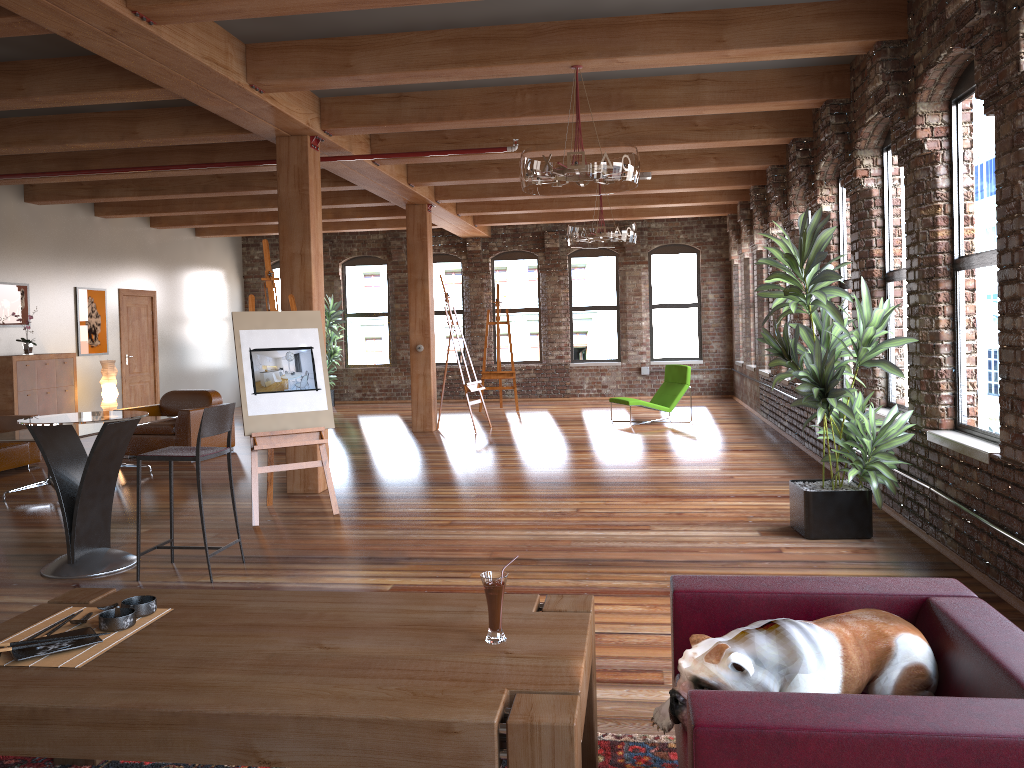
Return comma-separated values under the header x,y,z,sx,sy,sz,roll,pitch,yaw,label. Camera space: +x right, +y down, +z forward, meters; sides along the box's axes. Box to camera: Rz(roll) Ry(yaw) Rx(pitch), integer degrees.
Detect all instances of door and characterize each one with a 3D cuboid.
x,y,z,sx,sy,sz,roll,pitch,yaw,label
-5.810,-0.394,13.684,0.226,2.118,1.031,-1,2,8,door

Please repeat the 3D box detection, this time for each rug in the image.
x,y,z,sx,sy,sz,roll,pitch,yaw,label
-0.703,1.250,2.443,2.462,0.009,1.346,-1,4,8,rug

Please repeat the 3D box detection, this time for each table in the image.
x,y,z,sx,sy,sz,roll,pitch,yaw,label
-4.051,0.683,8.334,0.939,0.559,1.874,-1,3,8,table
-0.664,0.977,2.439,1.750,0.549,0.902,-1,3,8,table
-2.584,0.659,5.394,0.721,0.923,0.723,0,2,33,table

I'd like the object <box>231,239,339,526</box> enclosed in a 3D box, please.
x,y,z,sx,sy,sz,roll,pitch,yaw,label
-1.789,-0.071,6.857,0.702,2.139,0.685,-2,2,-32,object

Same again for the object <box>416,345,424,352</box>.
x,y,z,sx,sy,sz,roll,pitch,yaw,label
-1.245,-0.483,11.956,0.095,0.095,0.061,-1,2,8,object

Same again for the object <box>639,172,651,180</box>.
x,y,z,sx,sy,sz,roll,pitch,yaw,label
1.532,-2.406,10.212,0.145,0.072,0.148,-1,3,8,object

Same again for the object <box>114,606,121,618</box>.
x,y,z,sx,sy,sz,roll,pitch,yaw,label
-1.127,0.657,2.534,0.045,0.079,0.137,-2,3,-27,object

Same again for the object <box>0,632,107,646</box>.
x,y,z,sx,sy,sz,roll,pitch,yaw,label
-1.252,0.695,2.417,0.270,0.008,0.007,-3,3,-18,object

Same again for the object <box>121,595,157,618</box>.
x,y,z,sx,sy,sz,roll,pitch,yaw,label
-1.127,0.675,2.678,0.099,0.043,0.099,1,4,34,object

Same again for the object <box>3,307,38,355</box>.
x,y,z,sx,sy,sz,roll,pitch,yaw,label
-5.936,-0.649,10.786,0.370,0.589,0.298,-1,2,2,object

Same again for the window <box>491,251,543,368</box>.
x,y,z,sx,sy,sz,roll,pitch,yaw,label
0.086,-1.420,16.786,0.968,2.225,0.221,-1,1,8,window

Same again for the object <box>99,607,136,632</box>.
x,y,z,sx,sy,sz,roll,pitch,yaw,label
-1.140,0.683,2.561,0.099,0.043,0.099,-5,5,-44,object

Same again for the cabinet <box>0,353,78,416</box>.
x,y,z,sx,sy,sz,roll,pitch,yaw,label
-5.891,0.243,10.909,0.418,1.208,1.188,-1,2,8,cabinet

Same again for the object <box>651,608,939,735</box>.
x,y,z,sx,sy,sz,roll,pitch,yaw,label
0.743,0.747,2.302,0.755,0.296,0.365,-3,3,-21,object

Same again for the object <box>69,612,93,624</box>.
x,y,z,sx,sy,sz,roll,pitch,yaw,label
-1.267,0.689,2.621,0.045,0.030,0.153,-2,4,-8,object

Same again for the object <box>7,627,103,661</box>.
x,y,z,sx,sy,sz,roll,pitch,yaw,label
-1.238,0.708,2.400,0.213,0.018,0.154,-4,5,-37,object

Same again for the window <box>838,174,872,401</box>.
x,y,z,sx,sy,sz,roll,pitch,yaw,label
2.969,-0.929,7.847,0.232,2.213,0.969,-1,1,8,window

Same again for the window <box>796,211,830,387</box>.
x,y,z,sx,sy,sz,roll,pitch,yaw,label
3.170,-1.028,9.301,0.236,2.213,0.969,-1,1,8,window

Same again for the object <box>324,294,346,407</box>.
x,y,z,sx,sy,sz,roll,pitch,yaw,label
-3.639,-0.626,16.580,1.080,2.101,0.967,-2,2,-14,object

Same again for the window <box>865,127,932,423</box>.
x,y,z,sx,sy,sz,roll,pitch,yaw,label
2.773,-0.830,6.393,0.235,2.213,0.969,-1,1,8,window

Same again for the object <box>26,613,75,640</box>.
x,y,z,sx,sy,sz,roll,pitch,yaw,label
-1.341,0.706,2.561,0.007,0.008,0.271,-1,4,3,object

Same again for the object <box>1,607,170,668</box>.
x,y,z,sx,sy,sz,roll,pitch,yaw,label
-1.246,0.711,2.518,0.332,0.003,0.472,-1,4,8,object

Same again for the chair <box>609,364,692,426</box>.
x,y,z,sx,sy,sz,roll,pitch,yaw,label
1.936,0.142,12.451,0.956,0.795,0.681,-2,2,-17,chair

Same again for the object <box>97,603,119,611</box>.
x,y,z,sx,sy,sz,roll,pitch,yaw,label
-1.235,0.687,2.708,0.059,0.021,0.018,-4,3,-40,object

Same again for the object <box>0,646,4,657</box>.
x,y,z,sx,sy,sz,roll,pitch,yaw,label
-1.363,0.714,2.340,0.018,0.021,0.059,-2,3,-5,object

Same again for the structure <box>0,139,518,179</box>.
x,y,z,sx,sy,sz,roll,pitch,yaw,label
-3.311,-2.144,8.634,6.807,0.112,0.051,-1,2,8,structure

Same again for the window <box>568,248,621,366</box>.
x,y,z,sx,sy,sz,roll,pitch,yaw,label
1.543,-1.451,16.588,0.968,2.216,0.219,-1,1,8,window

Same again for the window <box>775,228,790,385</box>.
x,y,z,sx,sy,sz,roll,pitch,yaw,label
3.365,-1.126,10.755,0.230,2.213,0.969,-1,1,8,window

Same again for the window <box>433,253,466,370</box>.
x,y,z,sx,sy,sz,roll,pitch,yaw,label
-1.366,-1.394,16.985,0.968,2.225,0.221,-1,1,8,window

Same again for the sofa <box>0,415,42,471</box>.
x,y,z,sx,sy,sz,roll,pitch,yaw,label
-5.815,0.622,8.676,0.951,0.734,2.417,-1,3,8,sofa

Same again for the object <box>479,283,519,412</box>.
x,y,z,sx,sy,sz,roll,pitch,yaw,label
-0.228,-0.630,14.890,0.662,2.139,0.685,-1,1,3,object

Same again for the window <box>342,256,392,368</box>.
x,y,z,sx,sy,sz,roll,pitch,yaw,label
-2.813,-1.401,17.250,0.968,2.167,0.086,-1,1,8,window

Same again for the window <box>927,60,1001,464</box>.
x,y,z,sx,sy,sz,roll,pitch,yaw,label
2.574,-0.731,4.939,0.235,2.213,0.969,-1,1,8,window

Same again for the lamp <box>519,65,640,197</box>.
x,y,z,sx,sy,sz,roll,pitch,yaw,label
0.445,-1.723,5.943,0.810,0.814,0.810,-3,3,-40,lamp

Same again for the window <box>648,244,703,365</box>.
x,y,z,sx,sy,sz,roll,pitch,yaw,label
3.016,-1.478,16.386,0.968,2.216,0.219,-1,1,8,window

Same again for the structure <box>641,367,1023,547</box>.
x,y,z,sx,sy,sz,roll,pitch,yaw,label
3.088,0.261,9.538,1.633,0.313,13.730,-1,4,1,structure

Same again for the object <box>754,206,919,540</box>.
x,y,z,sx,sy,sz,roll,pitch,yaw,label
2.097,-0.084,5.765,0.966,2.101,1.082,-1,2,21,object

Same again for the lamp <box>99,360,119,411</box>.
x,y,z,sx,sy,sz,roll,pitch,yaw,label
-5.352,0.222,11.815,0.271,1.113,0.261,-2,1,-37,lamp

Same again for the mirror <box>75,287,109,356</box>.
x,y,z,sx,sy,sz,roll,pitch,yaw,label
-5.906,-0.876,12.471,0.025,0.951,0.695,-1,2,8,mirror

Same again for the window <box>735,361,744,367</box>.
x,y,z,sx,sy,sz,roll,pitch,yaw,label
3.964,-1.425,15.139,0.232,2.213,0.969,-1,1,8,window

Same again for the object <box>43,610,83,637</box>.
x,y,z,sx,sy,sz,roll,pitch,yaw,label
-1.317,0.703,2.595,0.007,0.008,0.271,-2,4,-3,object

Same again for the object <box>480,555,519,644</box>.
x,y,z,sx,sy,sz,roll,pitch,yaw,label
-0.039,0.574,2.368,0.095,0.232,0.076,0,2,41,object

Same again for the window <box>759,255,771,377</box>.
x,y,z,sx,sy,sz,roll,pitch,yaw,label
3.564,-1.225,12.204,0.233,2.213,0.969,-1,1,8,window

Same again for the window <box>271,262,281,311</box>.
x,y,z,sx,sy,sz,roll,pitch,yaw,label
-4.292,-1.375,17.453,0.968,2.167,0.086,-1,1,8,window

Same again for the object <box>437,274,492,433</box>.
x,y,z,sx,sy,sz,roll,pitch,yaw,label
-0.732,-0.436,12.080,0.684,2.139,0.662,-1,1,18,object

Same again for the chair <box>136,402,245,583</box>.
x,y,z,sx,sy,sz,roll,pitch,yaw,label
-1.898,0.617,5.209,0.466,0.981,0.430,-1,1,8,chair

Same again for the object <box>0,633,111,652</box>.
x,y,z,sx,sy,sz,roll,pitch,yaw,label
-1.233,0.696,2.395,0.270,0.008,0.007,-3,3,-26,object

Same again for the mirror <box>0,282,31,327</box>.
x,y,z,sx,sy,sz,roll,pitch,yaw,label
-6.136,-0.966,10.826,0.025,0.547,0.695,-1,3,8,mirror

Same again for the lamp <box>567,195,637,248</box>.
x,y,z,sx,sy,sz,roll,pitch,yaw,label
1.033,-2.016,10.250,0.809,0.814,0.810,1,3,44,lamp

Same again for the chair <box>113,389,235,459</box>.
x,y,z,sx,sy,sz,roll,pitch,yaw,label
-3.957,0.461,10.405,1.063,0.734,0.832,-1,3,18,chair

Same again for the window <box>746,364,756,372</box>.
x,y,z,sx,sy,sz,roll,pitch,yaw,label
3.761,-1.324,13.659,0.231,2.213,0.969,-1,1,8,window

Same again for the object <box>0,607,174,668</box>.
x,y,z,sx,sy,sz,roll,pitch,yaw,label
-1.245,0.711,2.518,0.352,0.001,0.470,-1,4,8,object

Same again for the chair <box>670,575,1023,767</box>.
x,y,z,sx,sy,sz,roll,pitch,yaw,label
0.861,0.926,2.226,0.865,0.592,1.073,-1,3,8,chair
